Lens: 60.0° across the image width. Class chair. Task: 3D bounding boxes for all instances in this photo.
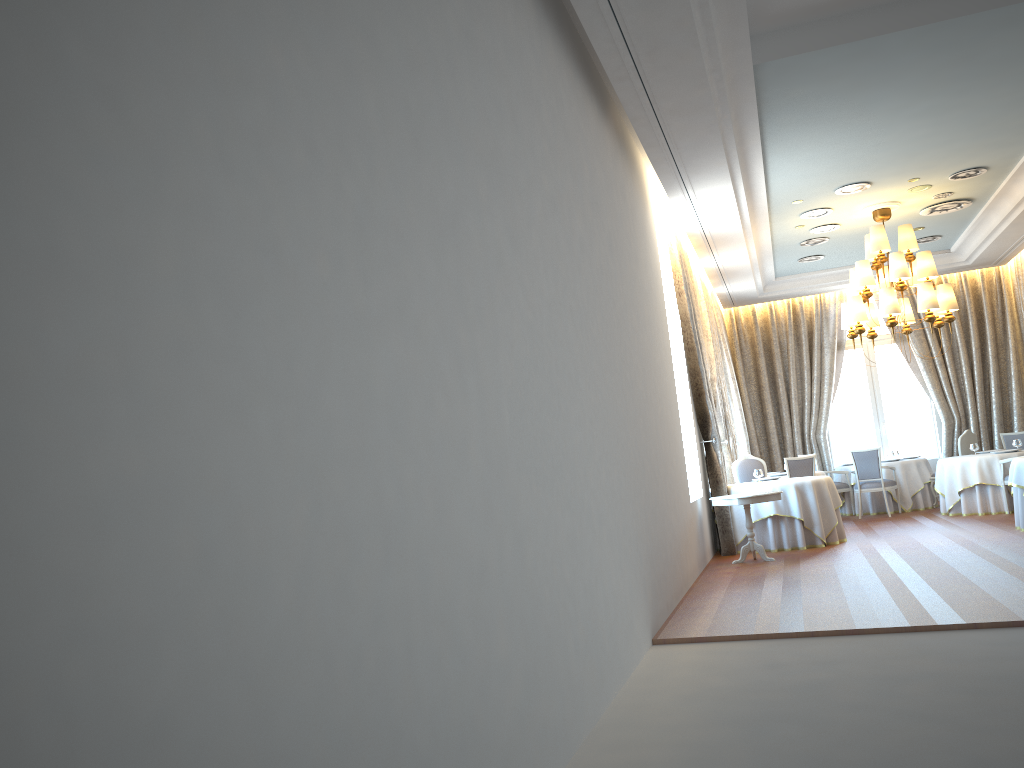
[{"bbox_3d":[7.314,1.398,14.638,0.563,1.233,0.690,-2,-7,-33],"label":"chair"},{"bbox_3d":[7.215,1.209,12.238,0.650,1.108,0.629,-5,-6,-13],"label":"chair"},{"bbox_3d":[8.126,1.321,14.207,0.650,1.108,0.629,-11,-8,37],"label":"chair"},{"bbox_3d":[5.394,1.730,15.253,0.629,1.108,0.650,-4,-6,-18],"label":"chair"},{"bbox_3d":[3.509,1.582,12.491,0.563,1.233,0.690,-5,-6,-8],"label":"chair"},{"bbox_3d":[4.191,1.628,13.074,0.650,1.108,0.629,-5,-6,-8],"label":"chair"},{"bbox_3d":[5.844,1.584,14.349,0.650,1.108,0.629,-10,-7,32],"label":"chair"}]

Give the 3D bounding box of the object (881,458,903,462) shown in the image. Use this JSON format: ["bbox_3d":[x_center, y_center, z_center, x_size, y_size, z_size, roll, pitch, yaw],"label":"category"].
[{"bbox_3d":[6.386,1.287,14.969,0.419,0.036,0.419,-8,-6,16],"label":"object"}]

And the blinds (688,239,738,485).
[{"bbox_3d":[3.279,-0.016,14.053,0.335,4.969,2.257,-8,-6,17],"label":"blinds"}]

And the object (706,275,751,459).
[{"bbox_3d":[3.998,0.173,16.113,0.386,4.901,2.121,-8,-6,17],"label":"object"}]

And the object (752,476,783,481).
[{"bbox_3d":[3.488,1.295,12.096,0.419,0.036,0.419,-8,-6,16],"label":"object"}]

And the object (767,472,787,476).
[{"bbox_3d":[4.149,1.399,13.737,0.419,0.036,0.419,-8,-6,16],"label":"object"}]

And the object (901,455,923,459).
[{"bbox_3d":[6.871,1.272,15.320,0.419,0.036,0.419,-8,-6,16],"label":"object"}]

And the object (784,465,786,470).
[{"bbox_3d":[4.369,1.340,14.015,0.128,0.165,0.128,-8,-6,17],"label":"object"}]

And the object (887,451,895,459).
[{"bbox_3d":[6.526,1.239,15.268,0.128,0.165,0.128,-8,-6,17],"label":"object"}]

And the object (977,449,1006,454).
[{"bbox_3d":[7.388,1.039,13.671,0.419,0.036,0.419,-8,-6,16],"label":"object"}]

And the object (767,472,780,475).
[{"bbox_3d":[4.228,1.489,14.661,0.419,0.036,0.419,-8,-6,16],"label":"object"}]

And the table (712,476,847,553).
[{"bbox_3d":[3.480,1.716,11.638,1.663,0.890,1.667,-7,-6,6],"label":"table"}]

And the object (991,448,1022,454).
[{"bbox_3d":[7.179,0.977,12.880,0.419,0.036,0.419,-8,-6,16],"label":"object"}]

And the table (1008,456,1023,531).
[{"bbox_3d":[6.671,1.215,10.202,1.663,0.890,1.667,-7,-6,6],"label":"table"}]

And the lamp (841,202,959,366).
[{"bbox_3d":[5.089,-1.341,11.852,1.373,2.121,1.373,-2,-7,-35],"label":"lamp"}]

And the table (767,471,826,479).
[{"bbox_3d":[4.278,1.898,14.147,1.667,0.890,1.663,-7,-6,11],"label":"table"}]

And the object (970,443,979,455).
[{"bbox_3d":[7.089,0.998,13.586,0.128,0.165,0.128,-8,-6,17],"label":"object"}]

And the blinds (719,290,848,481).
[{"bbox_3d":[5.297,0.060,16.815,2.535,4.901,0.386,-8,-6,17],"label":"blinds"}]

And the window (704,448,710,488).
[{"bbox_3d":[2.627,-0.097,12.955,0.259,3.306,1.882,-8,-6,16],"label":"window"}]

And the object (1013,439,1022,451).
[{"bbox_3d":[7.451,0.903,13.070,0.128,0.165,0.128,-8,-6,17],"label":"object"}]

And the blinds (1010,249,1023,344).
[{"bbox_3d":[8.446,-0.641,13.635,0.238,4.819,4.439,-8,-6,17],"label":"blinds"}]

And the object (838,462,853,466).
[{"bbox_3d":[5.896,1.389,15.423,0.419,0.036,0.419,-8,-6,16],"label":"object"}]

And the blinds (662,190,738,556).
[{"bbox_3d":[2.520,-0.184,11.720,0.315,4.930,2.204,-8,-6,17],"label":"blinds"}]

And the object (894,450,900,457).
[{"bbox_3d":[6.766,1.253,15.638,0.128,0.165,0.128,-8,-6,17],"label":"object"}]

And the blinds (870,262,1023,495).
[{"bbox_3d":[8.021,-0.326,15.980,2.476,4.901,0.386,-8,-6,17],"label":"blinds"}]

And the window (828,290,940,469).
[{"bbox_3d":[6.821,-0.144,16.781,1.881,3.306,0.196,-8,-6,17],"label":"window"}]

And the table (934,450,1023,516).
[{"bbox_3d":[7.231,1.478,13.228,1.663,0.890,1.667,-10,-7,31],"label":"table"}]

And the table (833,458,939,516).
[{"bbox_3d":[6.457,1.792,15.370,1.667,0.890,1.663,-11,-7,35],"label":"table"}]

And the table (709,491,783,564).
[{"bbox_3d":[2.753,1.677,10.233,0.761,0.801,0.760,-2,-7,-33],"label":"table"}]

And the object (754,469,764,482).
[{"bbox_3d":[3.292,1.224,11.835,0.128,0.165,0.128,-6,-6,-1],"label":"object"}]
